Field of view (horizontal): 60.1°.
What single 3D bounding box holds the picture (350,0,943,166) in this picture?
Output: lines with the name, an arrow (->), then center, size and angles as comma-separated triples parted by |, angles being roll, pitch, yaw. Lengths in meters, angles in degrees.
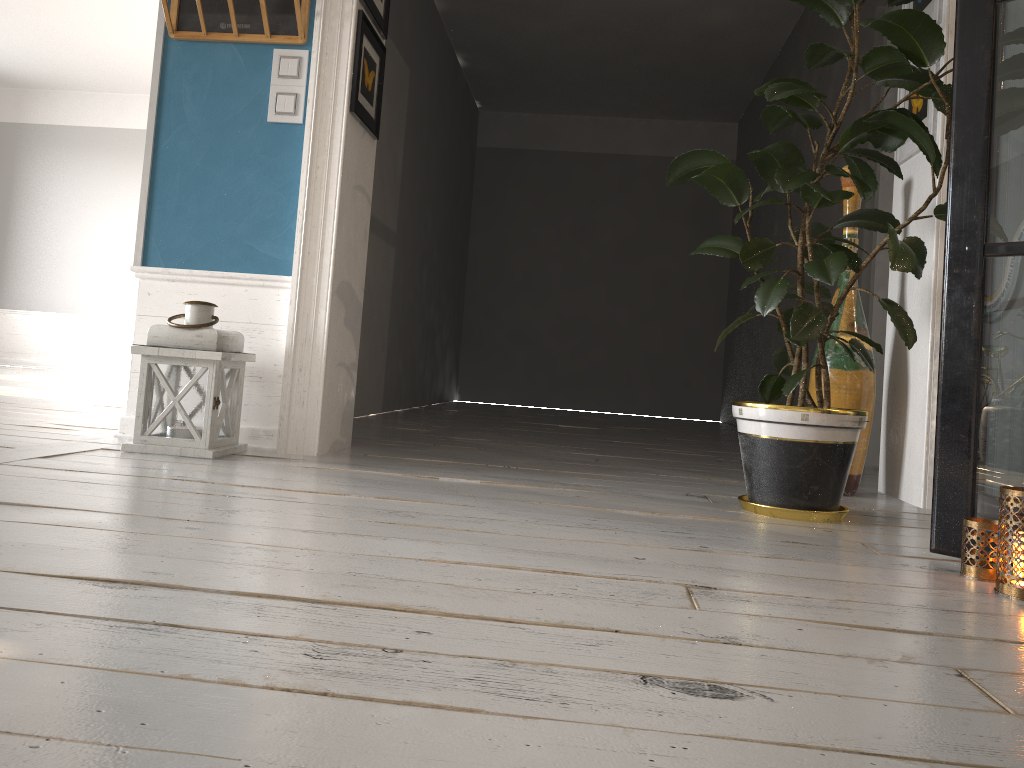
picture -> 0.452, -1.239, 3.149 | 1.946, 0.755, 0.357 | 4, -2, 5

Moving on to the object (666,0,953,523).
object -> 0.837, -0.519, 0.874 | 1.011, 1.798, 3.888 | 4, 0, 4

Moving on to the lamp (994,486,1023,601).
lamp -> 0.921, 0.283, 1.565 | 0.115, 0.187, 0.114 | 4, -2, 4

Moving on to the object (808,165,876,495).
object -> 1.141, -0.189, 3.030 | 0.216, 1.127, 0.215 | 4, -3, -1

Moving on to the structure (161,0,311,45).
structure -> -0.937, -1.580, 3.023 | 0.495, 0.778, 0.184 | 4, -3, 5

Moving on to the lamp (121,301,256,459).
lamp -> -1.012, -0.026, 2.815 | 0.287, 0.479, 0.286 | 4, -2, 4

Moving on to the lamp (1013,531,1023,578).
lamp -> 0.973, 0.330, 1.641 | 0.080, 0.099, 0.081 | 6, -2, -45

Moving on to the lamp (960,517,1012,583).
lamp -> 0.916, 0.321, 1.713 | 0.084, 0.111, 0.084 | 5, -2, -19

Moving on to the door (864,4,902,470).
door -> 1.839, -0.741, 3.876 | 0.178, 2.314, 1.033 | 4, -3, 5
